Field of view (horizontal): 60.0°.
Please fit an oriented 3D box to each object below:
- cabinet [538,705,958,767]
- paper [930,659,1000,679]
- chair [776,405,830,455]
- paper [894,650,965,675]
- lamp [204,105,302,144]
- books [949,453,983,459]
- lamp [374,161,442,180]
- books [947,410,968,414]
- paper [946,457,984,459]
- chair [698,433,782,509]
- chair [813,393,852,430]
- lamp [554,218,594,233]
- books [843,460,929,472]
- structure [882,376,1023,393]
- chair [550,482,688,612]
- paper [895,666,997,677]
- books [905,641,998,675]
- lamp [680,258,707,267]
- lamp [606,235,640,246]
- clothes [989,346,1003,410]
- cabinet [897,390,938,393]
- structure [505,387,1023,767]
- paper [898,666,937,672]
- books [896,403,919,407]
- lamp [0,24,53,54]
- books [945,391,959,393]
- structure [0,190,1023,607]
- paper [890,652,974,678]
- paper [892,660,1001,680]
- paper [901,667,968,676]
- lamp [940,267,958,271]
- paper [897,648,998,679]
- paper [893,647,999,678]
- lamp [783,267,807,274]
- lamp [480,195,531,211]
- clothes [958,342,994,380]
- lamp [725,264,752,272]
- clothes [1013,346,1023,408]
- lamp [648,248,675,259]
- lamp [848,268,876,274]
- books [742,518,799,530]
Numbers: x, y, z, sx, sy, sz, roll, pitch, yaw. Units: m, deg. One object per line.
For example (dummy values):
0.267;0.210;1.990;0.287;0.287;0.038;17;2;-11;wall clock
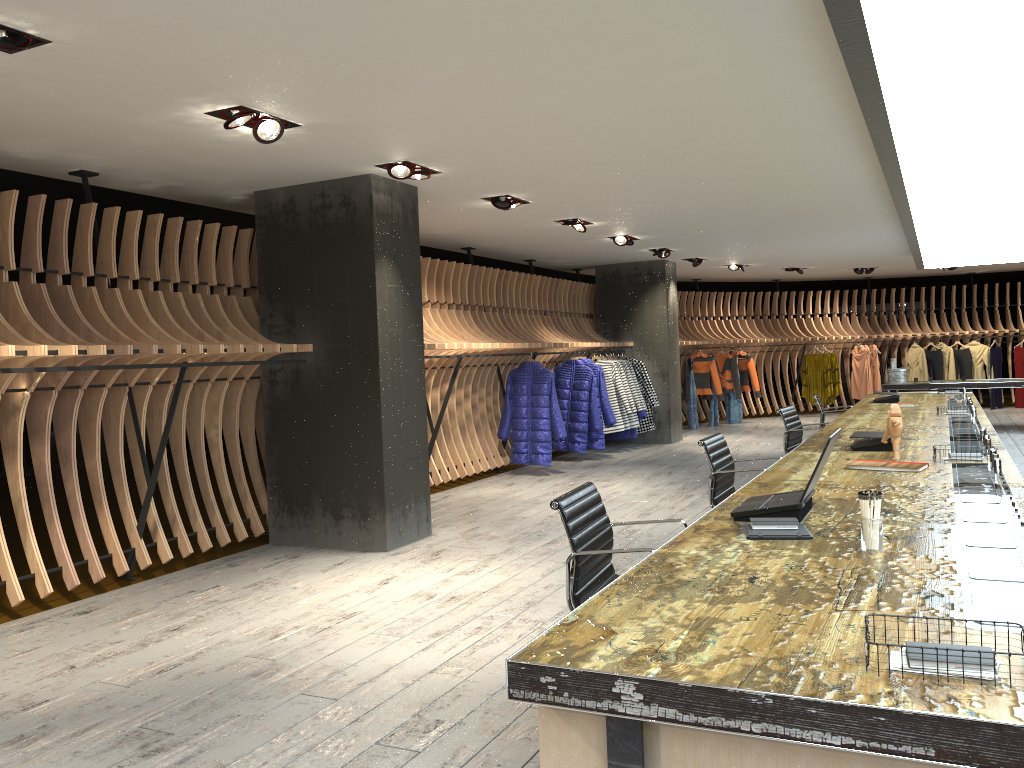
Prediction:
0.704;0.986;1.970;1.131;0.630;0.594;-2;1;26;cabinet
0.853;0.546;1.742;0.176;0.004;0.130;-1;2;33;paper
2.663;0.626;7.693;0.667;0.859;0.693;-2;1;22;chair
0.853;0.546;1.742;0.176;0.004;0.130;-1;2;31;paper
-1.441;-1.518;4.953;0.269;0.288;0.493;-2;2;26;lamp
2.418;0.383;4.727;0.155;0.025;0.110;-2;2;21;books
-0.745;-1.584;6.388;0.269;0.295;0.493;-2;2;26;lamp
3.824;0.242;7.621;0.155;0.025;0.110;-2;2;21;books
2.414;0.395;4.733;0.176;0.004;0.130;-1;2;32;paper
1.480;0.742;5.328;0.667;0.859;0.693;-2;1;17;chair
3.619;0.529;9.685;0.667;0.859;0.693;-2;1;12;chair
0.647;-1.724;9.257;0.269;0.294;0.493;-2;2;26;lamp
1.901;0.416;4.513;0.366;0.026;0.213;-1;2;36;books
4.358;0.635;5.324;4.835;0.844;18.485;-1;2;26;structure
0.513;0.838;3.389;0.667;0.859;0.693;-2;1;12;chair
0.853;0.547;1.742;0.176;0.004;0.130;-1;2;30;paper
0.857;0.533;1.736;0.155;0.025;0.110;-2;2;21;books
2.787;-1.936;13.531;0.269;0.292;0.493;-2;2;32;lamp
1.343;-1.798;10.691;0.269;0.286;0.493;-2;2;26;lamp
9.562;-0.075;17.512;0.539;1.352;0.087;-3;1;-40;clothes
6.384;0.409;13.932;0.593;0.630;1.132;-2;2;26;cabinet
2.800;0.668;6.319;1.162;0.844;10.456;-2;2;26;structure
0.853;0.546;1.742;0.176;0.004;0.130;-1;2;31;paper
3.950;0.207;8.870;0.213;0.026;0.366;-1;2;26;books
-2.136;-1.448;3.519;0.269;0.288;0.493;-2;2;26;lamp
5.292;0.095;10.663;0.155;0.025;0.110;-2;2;21;books
3.136;-0.066;1.366;14.879;2.439;36.573;-1;2;26;structure
0.839;0.550;1.744;0.176;0.003;0.130;-2;2;24;paper
0.853;0.548;1.742;0.176;0.004;0.130;-1;2;35;paper
0.853;0.547;1.742;0.176;0.004;0.130;-1;2;30;paper
8.072;-2.237;16.454;0.492;0.284;0.269;-2;1;6;lamp
0.853;0.547;1.742;0.176;0.004;0.130;-1;2;28;paper
0.853;0.545;1.742;0.176;0.004;0.130;-1;2;32;paper
5.015;-2.090;15.744;0.493;0.293;0.269;-3;1;-32;lamp
-0.049;-1.656;7.822;0.269;0.292;0.493;-2;2;26;lamp
9.175;-0.387;17.584;0.250;0.889;0.704;-3;1;-43;clothes
3.751;-2.009;14.788;0.493;0.296;0.269;-4;2;-44;lamp
10.067;-0.082;17.353;0.093;1.337;0.551;-3;1;-19;clothes
2.039;-1.865;12.125;0.269;0.292;0.493;-2;2;26;lamp
6.488;-2.164;16.337;0.493;0.297;0.269;-3;1;-14;lamp
0.896;0.484;3.081;0.186;0.027;0.112;-2;2;11;books
